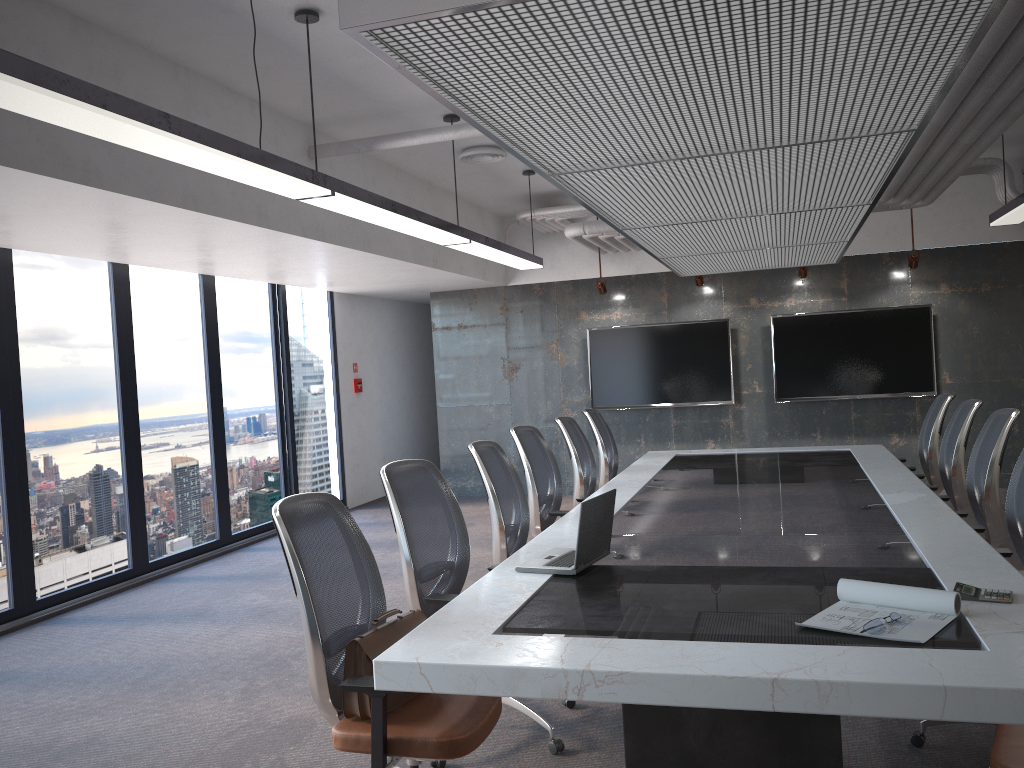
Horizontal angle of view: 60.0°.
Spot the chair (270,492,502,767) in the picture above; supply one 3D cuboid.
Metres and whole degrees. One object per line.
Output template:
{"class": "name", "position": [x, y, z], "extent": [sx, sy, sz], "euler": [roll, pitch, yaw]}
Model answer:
{"class": "chair", "position": [-0.353, 0.943, 2.954], "extent": [0.828, 1.166, 0.789], "euler": [-4, 1, -19]}

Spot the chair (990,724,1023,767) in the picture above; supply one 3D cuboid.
{"class": "chair", "position": [1.561, 0.841, 2.275], "extent": [0.828, 1.166, 0.789], "euler": [-3, 1, -3]}

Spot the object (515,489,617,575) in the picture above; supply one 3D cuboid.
{"class": "object", "position": [0.222, 0.587, 3.587], "extent": [0.308, 0.277, 0.366], "euler": [-3, 1, 27]}

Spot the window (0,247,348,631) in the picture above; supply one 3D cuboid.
{"class": "window", "position": [-3.418, 0.295, 6.057], "extent": [0.121, 2.670, 9.225], "euler": [-3, 1, 17]}

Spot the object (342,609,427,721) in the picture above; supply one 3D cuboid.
{"class": "object", "position": [-0.403, 0.914, 2.960], "extent": [0.138, 0.308, 0.378], "euler": [-3, 1, 28]}

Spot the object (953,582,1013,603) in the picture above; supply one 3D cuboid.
{"class": "object", "position": [1.480, 0.654, 2.785], "extent": [0.161, 0.026, 0.126], "euler": [-3, 1, 31]}

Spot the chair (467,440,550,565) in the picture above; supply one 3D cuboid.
{"class": "chair", "position": [0.199, 0.875, 4.766], "extent": [0.828, 1.166, 0.789], "euler": [-4, 1, -19]}

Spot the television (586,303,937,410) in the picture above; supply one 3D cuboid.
{"class": "television", "position": [2.653, -0.265, 9.794], "extent": [3.667, 0.960, 0.101], "euler": [-3, 1, 17]}

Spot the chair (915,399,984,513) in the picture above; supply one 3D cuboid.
{"class": "chair", "position": [2.711, 0.703, 5.883], "extent": [0.828, 1.166, 0.789], "euler": [-4, 1, -19]}

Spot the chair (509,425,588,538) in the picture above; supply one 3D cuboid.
{"class": "chair", "position": [0.419, 0.842, 5.796], "extent": [0.828, 1.166, 0.789], "euler": [-4, 1, -13]}

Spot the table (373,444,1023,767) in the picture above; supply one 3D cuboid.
{"class": "table", "position": [1.332, 1.010, 4.879], "extent": [1.898, 0.745, 5.498], "euler": [-3, 1, 17]}

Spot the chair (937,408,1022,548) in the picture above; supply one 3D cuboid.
{"class": "chair", "position": [2.435, 0.737, 4.977], "extent": [0.828, 1.166, 0.789], "euler": [-4, 1, -19]}

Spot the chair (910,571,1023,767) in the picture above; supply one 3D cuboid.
{"class": "chair", "position": [1.884, 0.805, 3.164], "extent": [0.828, 1.166, 0.789], "euler": [-4, 1, -19]}

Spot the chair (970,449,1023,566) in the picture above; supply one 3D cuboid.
{"class": "chair", "position": [2.159, 0.771, 4.071], "extent": [0.828, 1.166, 0.789], "euler": [-4, 1, -19]}

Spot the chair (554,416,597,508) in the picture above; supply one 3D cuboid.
{"class": "chair", "position": [0.750, 0.808, 6.578], "extent": [0.828, 1.166, 0.789], "euler": [-4, 1, -19]}

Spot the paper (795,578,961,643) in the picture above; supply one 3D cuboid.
{"class": "paper", "position": [1.082, 0.662, 2.618], "extent": [0.348, 0.069, 0.379], "euler": [-2, 1, 42]}

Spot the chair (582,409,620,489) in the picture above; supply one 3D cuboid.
{"class": "chair", "position": [1.026, 0.774, 7.485], "extent": [0.828, 1.166, 0.789], "euler": [-4, 1, -19]}

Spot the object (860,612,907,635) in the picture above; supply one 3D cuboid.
{"class": "object", "position": [1.070, 0.680, 2.530], "extent": [0.200, 0.036, 0.049], "euler": [-4, 1, -36]}

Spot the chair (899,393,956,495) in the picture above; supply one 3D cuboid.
{"class": "chair", "position": [2.986, 0.670, 6.789], "extent": [0.828, 1.166, 0.789], "euler": [-4, 1, -19]}

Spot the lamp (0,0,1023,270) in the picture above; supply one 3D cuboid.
{"class": "lamp", "position": [1.165, -1.508, 4.745], "extent": [4.126, 0.908, 6.097], "euler": [-3, 1, 17]}

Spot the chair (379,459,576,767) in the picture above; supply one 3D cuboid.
{"class": "chair", "position": [-0.142, 0.912, 3.878], "extent": [0.828, 1.166, 0.789], "euler": [-4, 1, -8]}
